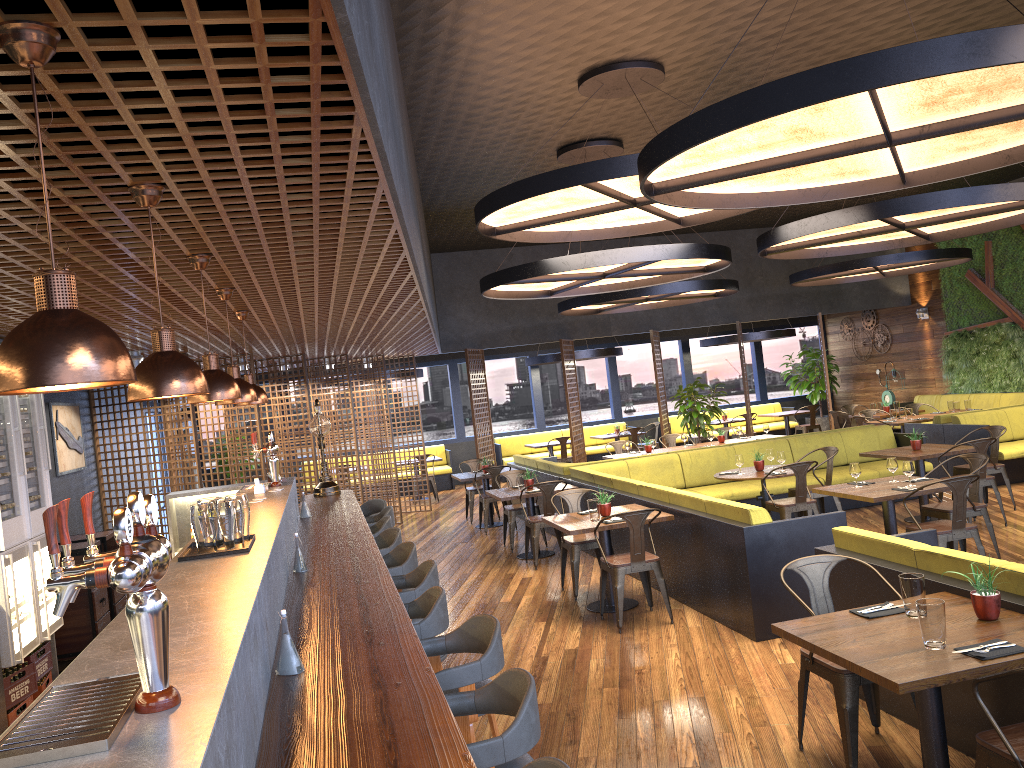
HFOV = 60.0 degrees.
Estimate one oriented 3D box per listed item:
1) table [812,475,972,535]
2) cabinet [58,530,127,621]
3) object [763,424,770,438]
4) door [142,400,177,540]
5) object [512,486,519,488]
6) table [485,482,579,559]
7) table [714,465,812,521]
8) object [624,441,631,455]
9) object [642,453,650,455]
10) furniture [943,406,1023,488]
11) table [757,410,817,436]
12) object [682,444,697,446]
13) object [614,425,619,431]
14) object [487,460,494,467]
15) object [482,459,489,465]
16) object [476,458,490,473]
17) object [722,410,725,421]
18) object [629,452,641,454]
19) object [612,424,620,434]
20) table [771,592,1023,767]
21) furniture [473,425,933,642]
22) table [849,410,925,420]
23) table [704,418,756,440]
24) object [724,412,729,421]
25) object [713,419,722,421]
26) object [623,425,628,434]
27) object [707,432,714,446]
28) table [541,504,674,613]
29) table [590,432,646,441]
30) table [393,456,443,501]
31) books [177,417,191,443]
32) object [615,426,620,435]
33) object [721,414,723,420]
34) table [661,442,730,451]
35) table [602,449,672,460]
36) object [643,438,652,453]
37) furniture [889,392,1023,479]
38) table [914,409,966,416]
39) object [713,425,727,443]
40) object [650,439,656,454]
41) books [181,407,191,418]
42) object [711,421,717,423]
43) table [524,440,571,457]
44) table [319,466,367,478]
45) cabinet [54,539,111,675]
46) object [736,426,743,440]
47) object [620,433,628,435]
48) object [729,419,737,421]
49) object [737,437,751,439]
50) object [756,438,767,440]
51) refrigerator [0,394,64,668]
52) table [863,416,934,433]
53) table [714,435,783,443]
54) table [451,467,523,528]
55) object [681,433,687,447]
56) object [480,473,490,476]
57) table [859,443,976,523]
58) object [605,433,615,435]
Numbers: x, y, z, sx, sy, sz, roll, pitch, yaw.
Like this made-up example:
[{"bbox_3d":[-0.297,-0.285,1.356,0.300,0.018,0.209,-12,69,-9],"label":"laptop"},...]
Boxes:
[{"bbox_3d":[3.219,1.237,7.486,0.906,0.763,0.887,-6,0,-13],"label":"table"},{"bbox_3d":[-3.908,1.925,8.315,0.473,1.007,0.553,-6,0,-13],"label":"cabinet"},{"bbox_3d":[3.820,0.710,13.303,0.097,0.206,0.097,-7,0,33],"label":"object"},{"bbox_3d":[-5.428,1.420,13.878,0.052,2.386,2.441,-6,0,-13],"label":"door"},{"bbox_3d":[0.132,1.206,10.506,0.255,0.019,0.157,-6,0,-13],"label":"object"},{"bbox_3d":[0.252,1.585,10.199,0.887,0.763,0.906,-6,0,-13],"label":"table"},{"bbox_3d":[2.701,1.304,9.425,1.007,0.760,1.007,-7,0,25],"label":"table"},{"bbox_3d":[1.720,0.947,13.181,0.097,0.206,0.097,-7,0,33],"label":"object"},{"bbox_3d":[1.963,1.012,12.769,0.157,0.019,0.255,-6,0,-12],"label":"object"},{"bbox_3d":[7.975,0.635,10.134,3.372,0.914,4.503,-6,0,-13],"label":"furniture"},{"bbox_3d":[5.865,0.990,18.800,0.887,0.763,0.906,-6,0,-13],"label":"table"},{"bbox_3d":[2.716,0.930,13.517,0.157,0.019,0.255,-6,0,-12],"label":"object"},{"bbox_3d":[2.142,0.934,18.168,0.102,0.178,0.102,-6,0,-27],"label":"object"},{"bbox_3d":[-0.298,1.184,12.695,0.102,0.178,0.102,-6,0,-7],"label":"object"},{"bbox_3d":[-0.376,1.194,13.007,0.102,0.178,0.102,-6,0,3],"label":"object"},{"bbox_3d":[-0.374,1.147,12.830,0.260,0.271,0.238,-6,0,-11],"label":"object"},{"bbox_3d":[4.426,0.630,18.500,0.238,0.271,0.260,-6,0,9],"label":"object"},{"bbox_3d":[1.834,1.029,13.320,0.157,0.019,0.255,-6,0,-12],"label":"object"},{"bbox_3d":[2.138,0.887,17.993,0.238,0.271,0.260,-6,0,9],"label":"object"},{"bbox_3d":[1.732,1.387,3.622,0.906,0.763,0.887,-6,0,-13],"label":"table"},{"bbox_3d":[2.868,1.214,10.367,4.895,0.914,7.462,-6,0,-17],"label":"furniture"},{"bbox_3d":[6.648,0.887,15.660,0.887,0.763,0.906,-6,0,-13],"label":"table"},{"bbox_3d":[4.508,1.142,18.501,0.906,0.763,0.887,-6,0,-13],"label":"table"},{"bbox_3d":[4.433,0.675,18.324,0.102,0.178,0.102,-6,0,-27],"label":"object"},{"bbox_3d":[4.376,0.764,18.826,0.255,0.019,0.157,-6,0,-13],"label":"object"},{"bbox_3d":[2.301,0.915,17.948,0.102,0.178,0.102,-6,0,-27],"label":"object"},{"bbox_3d":[2.938,0.809,13.106,0.097,0.206,0.097,-7,0,33],"label":"object"},{"bbox_3d":[0.833,1.507,7.563,0.887,0.763,0.906,-6,0,-13],"label":"table"},{"bbox_3d":[2.179,1.403,17.980,0.906,0.763,0.887,-6,0,-13],"label":"table"},{"bbox_3d":[-1.799,1.849,17.086,0.887,0.763,0.906,-6,0,-13],"label":"table"},{"bbox_3d":[-5.830,0.828,15.761,0.223,0.489,0.286,-6,0,-21],"label":"books"},{"bbox_3d":[2.124,0.934,17.809,0.102,0.178,0.102,-6,0,-27],"label":"object"},{"bbox_3d":[4.451,0.675,18.683,0.102,0.178,0.102,-6,0,-27],"label":"object"},{"bbox_3d":[2.815,1.309,13.229,0.906,0.763,0.887,-6,0,-13],"label":"table"},{"bbox_3d":[1.935,1.408,13.032,0.906,0.763,0.887,-6,0,-13],"label":"table"},{"bbox_3d":[2.002,0.879,13.118,0.238,0.271,0.260,-6,0,9],"label":"object"},{"bbox_3d":[6.980,0.768,14.660,3.378,0.916,4.755,-6,0,-13],"label":"furniture"},{"bbox_3d":[7.062,0.832,14.023,0.887,0.763,0.906,-6,0,-13],"label":"table"},{"bbox_3d":[3.141,0.751,13.373,0.238,0.271,0.260,-6,0,9],"label":"object"},{"bbox_3d":[2.057,0.908,12.909,0.097,0.206,0.097,-7,0,33],"label":"object"},{"bbox_3d":[-6.015,0.563,16.418,0.177,0.245,0.450,-6,0,-13],"label":"books"},{"bbox_3d":[4.152,0.788,18.462,0.157,0.019,0.255,-6,0,-13],"label":"object"},{"bbox_3d":[0.821,1.556,17.672,0.887,0.763,0.906,-6,0,-13],"label":"table"},{"bbox_3d":[-3.157,2.002,16.783,0.887,0.763,0.906,-6,0,-13],"label":"table"},{"bbox_3d":[-3.758,1.905,7.636,0.473,1.007,0.553,-6,0,-13],"label":"cabinet"},{"bbox_3d":[3.483,0.749,13.575,0.097,0.206,0.097,-7,0,33],"label":"object"},{"bbox_3d":[2.217,1.003,17.665,0.255,0.019,0.157,-6,0,-13],"label":"object"},{"bbox_3d":[4.525,0.744,18.180,0.255,0.019,0.157,-6,0,-13],"label":"object"},{"bbox_3d":[3.597,0.831,13.714,0.157,0.019,0.255,-6,0,-12],"label":"object"},{"bbox_3d":[3.726,0.814,13.164,0.157,0.019,0.255,-6,0,-12],"label":"object"},{"bbox_3d":[-3.599,0.794,6.200,0.454,2.109,1.159,-6,0,-13],"label":"refrigerator"},{"bbox_3d":[6.158,0.934,13.821,0.887,0.763,0.906,-6,0,-13],"label":"table"},{"bbox_3d":[3.691,1.211,13.430,0.906,0.763,0.887,-6,0,-13],"label":"table"},{"bbox_3d":[-0.333,1.664,12.833,0.887,0.763,0.906,-6,0,-13],"label":"table"},{"bbox_3d":[2.601,0.848,13.378,0.097,0.206,0.097,-7,0,33],"label":"object"},{"bbox_3d":[-0.345,1.269,12.520,0.255,0.019,0.157,-6,0,-13],"label":"object"},{"bbox_3d":[4.507,1.101,9.716,0.887,0.763,0.906,-6,0,-13],"label":"table"},{"bbox_3d":[2.067,1.023,18.311,0.255,0.019,0.157,-6,0,-13],"label":"object"}]
